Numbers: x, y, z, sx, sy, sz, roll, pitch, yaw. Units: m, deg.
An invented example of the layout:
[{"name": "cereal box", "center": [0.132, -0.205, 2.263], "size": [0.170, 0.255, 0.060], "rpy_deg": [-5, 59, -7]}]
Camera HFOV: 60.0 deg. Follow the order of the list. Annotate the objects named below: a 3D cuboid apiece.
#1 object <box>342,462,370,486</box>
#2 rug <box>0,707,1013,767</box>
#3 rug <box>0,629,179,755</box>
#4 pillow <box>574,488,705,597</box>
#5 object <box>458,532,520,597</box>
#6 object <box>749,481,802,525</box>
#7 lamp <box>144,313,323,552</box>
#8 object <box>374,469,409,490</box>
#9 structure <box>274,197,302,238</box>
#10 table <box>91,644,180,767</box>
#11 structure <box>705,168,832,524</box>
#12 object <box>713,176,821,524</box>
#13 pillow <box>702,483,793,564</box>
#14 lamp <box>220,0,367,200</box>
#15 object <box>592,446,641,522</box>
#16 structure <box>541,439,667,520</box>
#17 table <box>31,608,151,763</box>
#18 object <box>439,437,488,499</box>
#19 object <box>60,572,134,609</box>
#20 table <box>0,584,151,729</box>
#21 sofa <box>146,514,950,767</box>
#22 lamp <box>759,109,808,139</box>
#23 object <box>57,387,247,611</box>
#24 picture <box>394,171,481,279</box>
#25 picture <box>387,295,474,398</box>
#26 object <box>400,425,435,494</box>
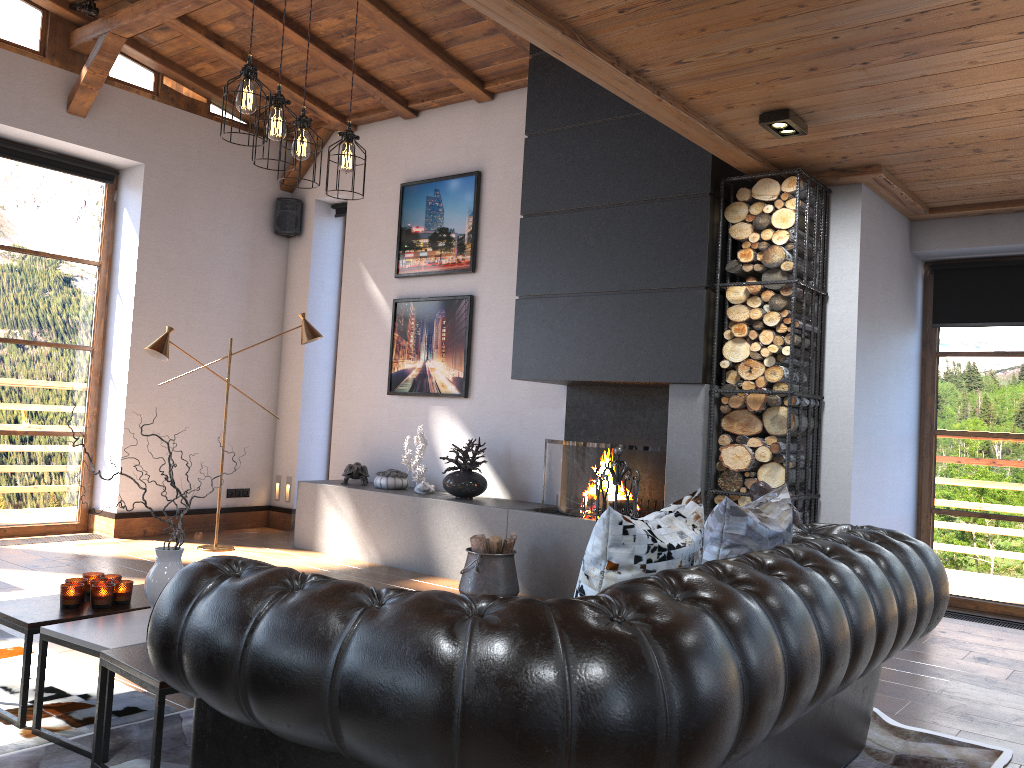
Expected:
[{"name": "object", "center": [-1.280, 0.732, 7.258], "size": [0.227, 0.183, 0.404], "rpy_deg": [4, -2, -8]}, {"name": "rug", "center": [-0.310, 1.192, 2.441], "size": [2.403, 0.053, 4.088], "rpy_deg": [1, -3, 39]}, {"name": "rug", "center": [-3.442, 1.058, 3.456], "size": [3.764, 0.053, 2.458], "rpy_deg": [1, -3, 39]}, {"name": "pillow", "center": [0.343, 0.522, 2.435], "size": [0.280, 0.469, 0.534], "rpy_deg": [1, -4, 41]}, {"name": "object", "center": [-0.137, 1.146, 5.592], "size": [0.387, 0.431, 0.380], "rpy_deg": [5, -3, -26]}, {"name": "object", "center": [1.192, 0.601, 3.996], "size": [0.249, 0.319, 0.148], "rpy_deg": [4, -3, -11]}, {"name": "lamp", "center": [-2.223, 0.341, 6.902], "size": [1.336, 1.900, 0.521], "rpy_deg": [5, -4, -31]}, {"name": "object", "center": [-0.959, 0.753, 7.034], "size": [0.278, 0.161, 0.262], "rpy_deg": [1, -3, 40]}, {"name": "structure", "center": [-2.110, -1.571, 8.368], "size": [0.211, 0.350, 0.216], "rpy_deg": [1, -4, 38]}, {"name": "table", "center": [-0.904, 1.017, 2.812], "size": [0.395, 0.350, 0.657], "rpy_deg": [1, -3, 43]}, {"name": "structure", "center": [1.496, 0.117, 5.198], "size": [0.496, 2.619, 0.517], "rpy_deg": [1, -4, 38]}, {"name": "object", "center": [1.496, 0.124, 5.209], "size": [0.488, 2.614, 0.471], "rpy_deg": [1, -4, 38]}, {"name": "pillow", "center": [0.765, 0.567, 2.976], "size": [0.280, 0.469, 0.534], "rpy_deg": [1, -4, 41]}, {"name": "lamp", "center": [-0.900, -1.989, 3.902], "size": [0.259, 2.203, 0.810], "rpy_deg": [2, -3, 29]}, {"name": "object", "center": [0.598, 0.872, 5.170], "size": [0.308, 1.018, 0.306], "rpy_deg": [4, -3, -7]}, {"name": "structure", "center": [0.545, 0.637, 5.711], "size": [0.971, 0.515, 0.185], "rpy_deg": [1, -4, 38]}, {"name": "table", "center": [-1.238, 1.010, 3.116], "size": [0.396, 0.350, 0.657], "rpy_deg": [1, -3, 33]}, {"name": "object", "center": [-0.340, 0.614, 6.540], "size": [0.337, 0.455, 0.338], "rpy_deg": [5, -3, -27]}, {"name": "object", "center": [-1.572, 0.786, 3.386], "size": [0.248, 0.081, 0.300], "rpy_deg": [4, -2, -13]}, {"name": "table", "center": [-1.596, 1.000, 3.360], "size": [0.395, 0.350, 0.657], "rpy_deg": [1, -3, 38]}, {"name": "sofa", "center": [0.409, 0.844, 2.605], "size": [1.225, 0.839, 2.593], "rpy_deg": [1, -3, 37]}, {"name": "lamp", "center": [1.339, -1.287, 4.367], "size": [0.153, 0.068, 0.264], "rpy_deg": [1, -3, 38]}, {"name": "object", "center": [-1.252, 0.430, 3.151], "size": [0.627, 0.809, 0.401], "rpy_deg": [6, -4, -41]}, {"name": "picture", "center": [-0.624, -1.297, 7.297], "size": [0.869, 0.817, 0.036], "rpy_deg": [1, -4, 38]}, {"name": "picture", "center": [-0.680, -0.305, 7.243], "size": [0.869, 0.817, 0.036], "rpy_deg": [1, -4, 38]}, {"name": "object", "center": [-0.720, 0.574, 6.753], "size": [0.258, 0.533, 0.428], "rpy_deg": [3, -3, 7]}]
